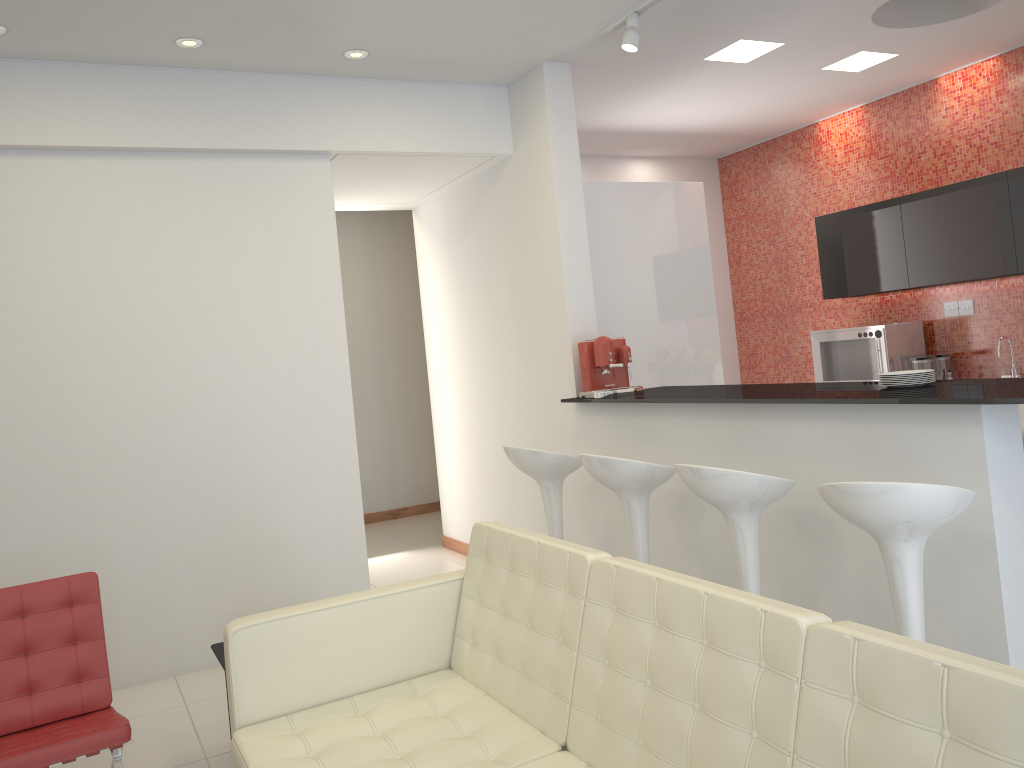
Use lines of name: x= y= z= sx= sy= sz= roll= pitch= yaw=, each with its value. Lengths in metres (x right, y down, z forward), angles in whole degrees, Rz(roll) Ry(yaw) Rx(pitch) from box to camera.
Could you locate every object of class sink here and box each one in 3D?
sink: x=3.242 y=-0.042 z=5.851 sx=0.417 sy=0.538 sz=0.806 roll=-5 pitch=1 yaw=-27

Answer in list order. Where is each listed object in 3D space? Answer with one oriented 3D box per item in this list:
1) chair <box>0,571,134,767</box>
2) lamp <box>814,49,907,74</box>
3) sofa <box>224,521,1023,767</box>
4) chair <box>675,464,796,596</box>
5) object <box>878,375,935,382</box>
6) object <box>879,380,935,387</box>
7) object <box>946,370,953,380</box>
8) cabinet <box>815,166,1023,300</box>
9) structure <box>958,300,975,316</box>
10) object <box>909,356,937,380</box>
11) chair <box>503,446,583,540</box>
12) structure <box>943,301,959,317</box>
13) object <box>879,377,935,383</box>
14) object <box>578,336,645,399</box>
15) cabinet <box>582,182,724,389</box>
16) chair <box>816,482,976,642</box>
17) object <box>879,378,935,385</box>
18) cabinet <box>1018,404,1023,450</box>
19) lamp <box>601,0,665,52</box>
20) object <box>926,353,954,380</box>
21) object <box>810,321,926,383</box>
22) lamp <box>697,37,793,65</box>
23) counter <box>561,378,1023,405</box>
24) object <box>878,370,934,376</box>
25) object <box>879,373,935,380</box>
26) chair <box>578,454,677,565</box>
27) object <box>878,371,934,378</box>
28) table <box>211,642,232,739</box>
chair: x=-1.735 y=1.162 z=3.040 sx=0.701 sy=0.818 sz=0.704 roll=-6 pitch=0 yaw=-32
lamp: x=2.297 y=-2.145 z=5.854 sx=0.409 sy=0.034 sz=0.407 roll=-7 pitch=2 yaw=-27
sofa: x=0.105 y=0.958 z=1.866 sx=1.003 sy=0.923 sz=2.558 roll=-6 pitch=1 yaw=-27
chair: x=0.915 y=0.789 z=3.414 sx=0.465 sy=1.022 sz=0.456 roll=-5 pitch=-1 yaw=-16
object: x=1.592 y=-0.020 z=3.572 sx=0.210 sy=0.015 sz=0.210 roll=-5 pitch=2 yaw=17
object: x=1.594 y=0.001 z=3.571 sx=0.210 sy=0.015 sz=0.210 roll=-5 pitch=2 yaw=17
object: x=3.107 y=-0.052 z=6.280 sx=0.037 sy=0.092 sz=0.037 roll=-5 pitch=-1 yaw=-27
cabinet: x=3.320 y=-1.042 z=5.676 sx=0.352 sy=0.660 sz=3.235 roll=-5 pitch=1 yaw=-27
structure: x=3.238 y=-0.544 z=6.310 sx=0.008 sy=0.104 sz=0.113 roll=-5 pitch=0 yaw=-27
object: x=2.926 y=-0.085 z=6.286 sx=0.172 sy=0.216 sz=0.172 roll=-6 pitch=0 yaw=-8
chair: x=0.231 y=0.814 z=4.773 sx=0.465 sy=1.022 sz=0.456 roll=-5 pitch=-1 yaw=-16
structure: x=3.182 y=-0.542 z=6.414 sx=0.013 sy=0.104 sz=0.113 roll=-5 pitch=0 yaw=-27
object: x=1.593 y=-0.013 z=3.571 sx=0.210 sy=0.015 sz=0.210 roll=-5 pitch=2 yaw=17
object: x=0.577 y=-0.104 z=4.919 sx=0.321 sy=0.337 sz=0.320 roll=-6 pitch=0 yaw=-27
cabinet: x=0.564 y=-0.024 z=6.360 sx=1.059 sy=2.527 sz=1.632 roll=-5 pitch=-1 yaw=-27
chair: x=1.246 y=0.777 z=2.762 sx=0.466 sy=1.022 sz=0.455 roll=-5 pitch=-1 yaw=-41
object: x=1.593 y=-0.006 z=3.571 sx=0.210 sy=0.015 sz=0.210 roll=-5 pitch=2 yaw=17
cabinet: x=2.507 y=0.594 z=5.195 sx=2.500 sy=0.985 sz=3.327 roll=-6 pitch=2 yaw=-27
lamp: x=0.921 y=-1.835 z=3.984 sx=0.112 sy=0.199 sz=1.817 roll=-5 pitch=1 yaw=-27
object: x=3.114 y=-0.108 z=6.427 sx=0.172 sy=0.216 sz=0.172 roll=-6 pitch=0 yaw=-8
object: x=2.717 y=-0.206 z=6.787 sx=0.436 sy=0.471 sz=0.720 roll=-6 pitch=1 yaw=-27
lamp: x=1.412 y=-2.043 z=5.403 sx=0.409 sy=0.034 sz=0.407 roll=-7 pitch=2 yaw=-27
counter: x=1.272 y=0.036 z=3.947 sx=0.737 sy=0.019 sz=2.957 roll=-7 pitch=2 yaw=-27
object: x=1.590 y=-0.041 z=3.572 sx=0.210 sy=0.015 sz=0.210 roll=-5 pitch=2 yaw=17
object: x=1.591 y=-0.027 z=3.572 sx=0.210 sy=0.015 sz=0.210 roll=-5 pitch=2 yaw=17
chair: x=0.587 y=0.801 z=4.066 sx=0.465 sy=1.022 sz=0.456 roll=-5 pitch=-1 yaw=-16
object: x=1.590 y=-0.034 z=3.572 sx=0.210 sy=0.015 sz=0.210 roll=-5 pitch=2 yaw=17
table: x=-0.670 y=1.238 z=3.567 sx=0.918 sy=0.423 sz=0.699 roll=-6 pitch=1 yaw=-27
